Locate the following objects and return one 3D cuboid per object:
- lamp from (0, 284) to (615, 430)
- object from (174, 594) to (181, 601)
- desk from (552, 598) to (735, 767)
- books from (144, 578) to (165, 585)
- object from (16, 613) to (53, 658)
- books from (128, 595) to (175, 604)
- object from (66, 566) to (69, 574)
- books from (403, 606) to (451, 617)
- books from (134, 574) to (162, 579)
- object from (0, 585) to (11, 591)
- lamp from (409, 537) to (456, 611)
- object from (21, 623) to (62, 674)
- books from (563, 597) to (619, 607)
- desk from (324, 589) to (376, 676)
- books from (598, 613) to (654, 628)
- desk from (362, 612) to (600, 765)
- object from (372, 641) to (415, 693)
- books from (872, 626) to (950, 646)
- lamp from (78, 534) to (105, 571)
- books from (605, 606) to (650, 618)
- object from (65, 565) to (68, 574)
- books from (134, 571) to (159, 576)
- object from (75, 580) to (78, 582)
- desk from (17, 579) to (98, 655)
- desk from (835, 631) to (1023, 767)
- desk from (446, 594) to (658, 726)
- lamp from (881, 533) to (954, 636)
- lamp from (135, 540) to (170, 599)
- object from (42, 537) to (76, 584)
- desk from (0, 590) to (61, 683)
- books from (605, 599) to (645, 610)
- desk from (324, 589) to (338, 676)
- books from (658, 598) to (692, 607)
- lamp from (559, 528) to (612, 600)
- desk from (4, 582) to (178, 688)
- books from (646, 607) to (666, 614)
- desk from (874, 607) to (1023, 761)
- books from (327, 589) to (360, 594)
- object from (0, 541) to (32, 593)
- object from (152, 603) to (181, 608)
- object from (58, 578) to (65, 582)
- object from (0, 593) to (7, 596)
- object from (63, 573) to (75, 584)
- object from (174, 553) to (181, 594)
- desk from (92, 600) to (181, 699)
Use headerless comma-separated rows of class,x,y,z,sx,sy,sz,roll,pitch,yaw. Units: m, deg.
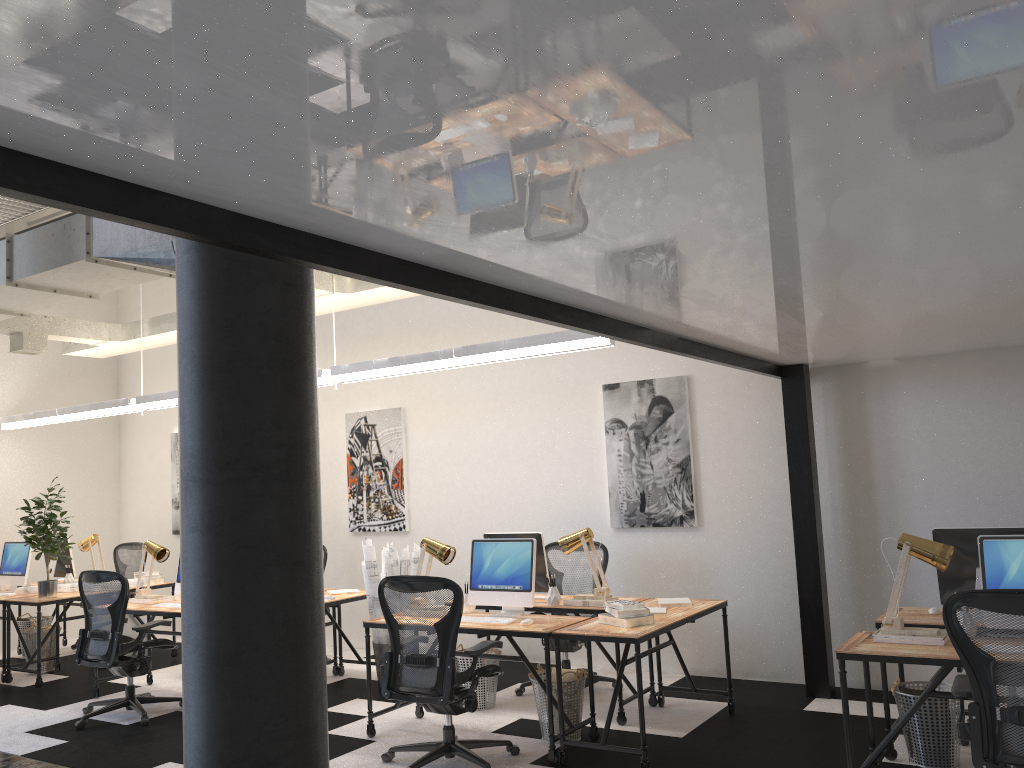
lamp,-2.489,-1.251,7.744,7.307,2.860,0.226,-7,-7,32
object,-2.743,1.729,7.341,0.101,0.126,0.101,-2,-6,-12
desk,0.834,1.754,5.325,0.530,0.723,1.402,-7,-7,32
books,-3.585,1.937,8.702,0.272,0.050,0.200,-6,-7,30
object,-4.956,2.597,9.205,0.359,0.434,0.353,-6,-7,29
books,-2.988,1.786,7.354,0.309,0.038,0.226,-7,-7,33
object,-4.437,1.919,8.873,0.008,0.207,0.054,-5,-6,20
books,-0.535,1.495,5.834,0.309,0.038,0.226,-7,-7,33
books,-3.587,1.893,8.733,0.193,0.044,0.257,2,-8,-40
object,-5.006,1.978,8.764,0.101,0.126,0.101,-2,-6,-12
lamp,-0.521,1.239,5.807,0.345,0.469,0.126,-7,-7,33
object,-4.429,2.475,8.337,0.359,0.434,0.353,-6,-7,29
books,0.528,1.450,5.922,0.309,0.038,0.226,-7,-7,33
desk,-1.619,2.044,6.845,0.530,0.723,1.402,-7,-7,32
books,0.652,1.348,5.089,0.200,0.050,0.272,1,-7,-30
desk,-0.217,1.825,5.489,1.402,0.723,0.530,-7,-7,32
object,-0.900,2.189,6.884,0.353,0.398,0.353,-2,-6,-12
books,1.894,1.193,4.203,0.309,0.038,0.226,-7,-7,33
lamp,-4.227,1.747,8.938,0.345,0.469,0.126,-7,-7,33
books,0.663,1.304,5.117,0.193,0.044,0.258,-2,-6,-10
object,-4.455,1.921,8.889,0.054,0.207,0.008,-4,-6,16
books,-3.598,1.861,8.724,0.185,0.030,0.153,-7,-7,30
object,-4.543,2.065,9.284,0.439,0.017,0.119,-7,-7,32
desk,-4.467,2.418,9.138,1.402,0.723,0.530,-7,-7,32
desk,2.212,1.523,3.858,1.402,0.723,0.530,-7,-7,32
desk,0.249,1.878,6.196,1.402,0.723,0.530,-7,-7,32
lamp,1.908,0.937,4.176,0.345,0.469,0.126,-7,-7,33
lamp,-2.973,1.530,7.327,0.345,0.469,0.128,-7,-7,33
object,-4.697,1.822,9.133,0.484,0.484,0.190,-7,-7,32
desk,-4.933,2.365,8.432,1.402,0.723,0.530,-7,-7,32
books,0.647,1.272,5.114,0.153,0.030,0.185,1,-7,-29
desk,-2.204,2.169,7.715,1.402,0.723,0.530,-7,-7,32
books,1.049,1.411,5.729,0.200,0.024,0.235,-4,-6,6
lamp,0.488,1.208,5.995,0.345,0.469,0.128,-7,-7,33
desk,-3.882,2.293,8.268,0.530,0.723,1.402,-7,-7,32
books,0.827,1.396,5.462,0.243,0.019,0.205,-4,-6,10
desk,2.677,1.577,4.564,1.402,0.723,0.530,-7,-7,32
books,-1.389,1.711,7.311,0.243,0.019,0.205,-1,-7,-20
object,-4.764,1.761,8.549,0.484,0.484,0.190,-7,-7,32
object,-2.632,1.732,6.932,0.439,0.017,0.119,-7,-7,32
object,-4.814,2.092,9.467,0.059,0.029,0.106,-7,-7,33
object,-4.895,1.981,8.355,0.439,0.017,0.119,-7,-7,32
object,-4.437,1.962,8.884,0.101,0.126,0.101,-2,-6,-12
object,-2.501,1.513,7.126,0.484,0.484,0.190,-7,-7,32
desk,-2.670,2.116,7.009,1.402,0.723,0.530,-7,-7,32
